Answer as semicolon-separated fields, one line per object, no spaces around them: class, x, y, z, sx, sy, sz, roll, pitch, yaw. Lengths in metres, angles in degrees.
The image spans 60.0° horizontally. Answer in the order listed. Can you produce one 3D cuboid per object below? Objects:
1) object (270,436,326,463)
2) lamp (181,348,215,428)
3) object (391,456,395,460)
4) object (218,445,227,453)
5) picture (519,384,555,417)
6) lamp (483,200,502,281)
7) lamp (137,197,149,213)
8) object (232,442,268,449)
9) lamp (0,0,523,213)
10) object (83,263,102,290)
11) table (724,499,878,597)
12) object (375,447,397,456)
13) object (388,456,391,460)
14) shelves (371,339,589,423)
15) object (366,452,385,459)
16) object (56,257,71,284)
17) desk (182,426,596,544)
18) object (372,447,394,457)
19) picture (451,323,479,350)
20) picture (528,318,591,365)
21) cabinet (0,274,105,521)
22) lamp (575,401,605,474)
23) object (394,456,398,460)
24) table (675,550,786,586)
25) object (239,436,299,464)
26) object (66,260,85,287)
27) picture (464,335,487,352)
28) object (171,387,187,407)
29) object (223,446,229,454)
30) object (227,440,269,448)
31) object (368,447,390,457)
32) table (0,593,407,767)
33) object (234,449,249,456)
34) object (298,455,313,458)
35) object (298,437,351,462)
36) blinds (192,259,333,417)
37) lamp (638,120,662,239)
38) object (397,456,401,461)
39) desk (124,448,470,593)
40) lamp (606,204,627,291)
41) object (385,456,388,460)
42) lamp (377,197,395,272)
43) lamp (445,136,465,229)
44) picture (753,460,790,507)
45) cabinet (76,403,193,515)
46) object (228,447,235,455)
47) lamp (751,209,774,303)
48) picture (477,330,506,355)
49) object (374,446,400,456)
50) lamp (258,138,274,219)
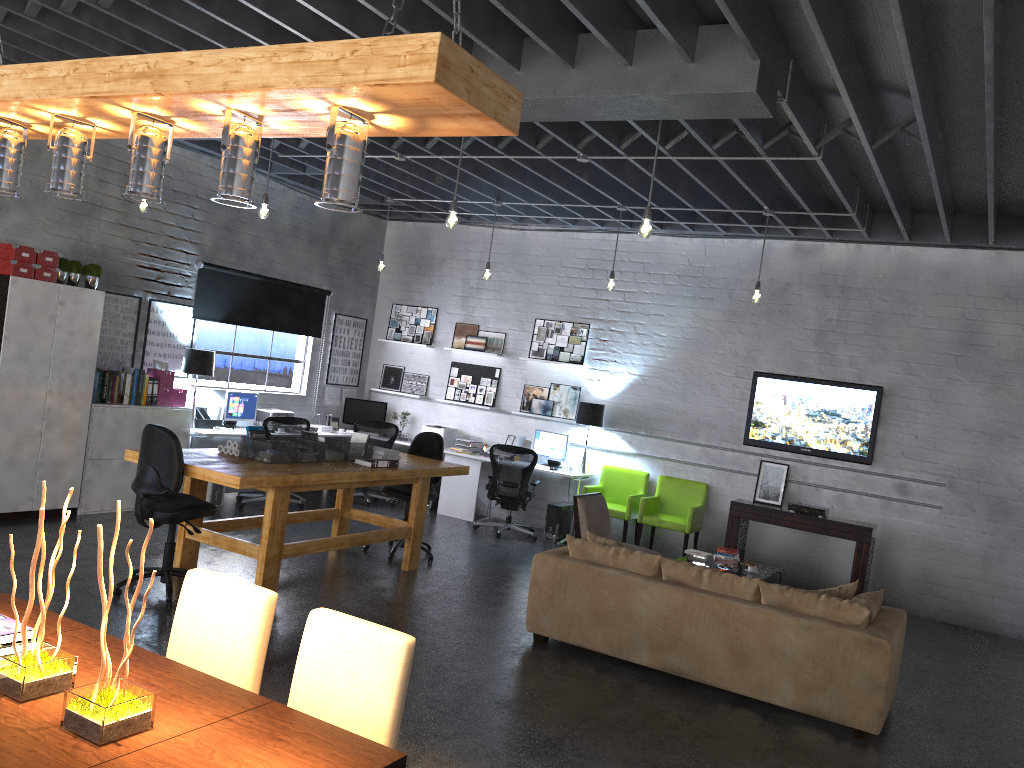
object;-1.674;0.511;6.913;0.316;0.156;0.306;8;1;29
lamp;-3.344;0.051;9.366;0.334;0.832;0.333;8;2;-10
object;-1.249;0.607;7.750;0.519;0.047;0.047;8;1;29
object;-2.052;0.507;6.979;0.057;0.058;0.635;9;1;29
picture;0.318;0.201;10.884;0.451;0.345;0.054;9;2;29
lamp;-0.224;-1.574;9.765;0.104;0.878;0.104;9;2;29
lamp;-3.277;-1.982;7.993;0.104;0.878;0.104;9;2;29
object;-1.921;0.477;6.909;0.057;0.057;0.635;9;1;29
lamp;-0.895;-1.418;2.416;2.127;1.842;0.367;9;2;29
object;-3.785;-0.971;7.986;0.169;0.240;0.171;9;1;28
table;2.953;1.735;9.185;1.408;0.820;0.404;8;1;29
object;-1.233;0.569;7.769;0.519;0.047;0.046;8;1;29
object;-1.272;0.604;7.709;0.519;0.047;0.047;8;1;29
shelves;-0.487;-0.067;11.258;3.020;0.694;0.199;8;2;29
object;-1.316;0.599;7.627;0.519;0.047;0.047;8;1;29
object;-3.944;-0.990;7.735;0.171;0.240;0.169;7;2;-32
desk;-1.392;1.135;9.926;3.571;0.786;3.301;8;1;29
object;-1.255;0.566;7.729;0.519;0.047;0.046;8;1;29
picture;-0.604;-0.609;11.437;0.354;0.343;0.042;9;2;29
picture;0.569;-0.518;10.786;0.748;0.503;0.058;8;2;29
cabinet;-4.142;0.137;7.708;0.291;2.048;0.873;9;2;29
lamp;0.877;0.632;10.334;0.334;0.832;0.333;8;2;-10
object;-1.227;0.610;7.790;0.519;0.047;0.047;8;1;29
table;2.072;1.882;8.521;0.872;0.300;0.874;8;1;32
object;-1.820;0.494;6.643;0.316;0.156;0.306;8;1;29
object;-3.896;-0.985;7.878;0.169;0.240;0.171;7;1;-22
picture;-0.468;-0.514;11.338;0.310;0.196;0.029;8;2;29
object;-3.470;0.129;9.072;0.213;0.177;0.161;9;1;29
object;-2.002;0.515;6.952;0.058;0.057;0.635;9;1;29
object;-1.970;0.470;6.937;0.057;0.057;0.635;9;1;29
object;-1.277;0.563;7.688;0.519;0.047;0.046;8;1;29
table;-1.316;1.233;2.424;1.798;0.780;0.854;8;1;29
object;-1.903;0.529;6.898;0.058;0.057;0.635;9;1;29
object;-1.684;0.544;6.915;0.234;0.022;0.185;8;1;22
object;-1.527;0.529;7.184;0.316;0.156;0.306;8;1;29
blinds;-2.920;-0.450;10.336;0.100;1.633;2.121;9;1;29
lamp;0.910;-1.369;5.687;0.104;0.878;0.104;7;2;-18
object;-1.205;0.613;7.832;0.519;0.047;0.047;8;1;29
desk;-1.608;1.064;7.187;1.114;0.926;2.834;9;1;29
lamp;1.063;-1.385;9.056;0.104;0.878;0.104;9;2;29
object;-1.294;0.602;7.668;0.519;0.047;0.047;8;1;29
lamp;-1.495;-1.760;10.465;0.104;0.878;0.104;9;2;29
lamp;-0.381;-1.558;6.398;0.104;0.878;0.104;9;2;29
picture;2.774;1.062;9.484;0.308;0.457;0.092;9;2;29
cabinet;-3.804;0.692;8.680;0.465;1.021;1.152;9;1;29
object;-1.953;0.522;6.925;0.057;0.058;0.635;9;1;29
lamp;2.355;-1.196;8.345;0.104;0.878;0.104;7;2;-18
picture;-0.276;-0.527;11.252;0.409;0.277;0.036;8;2;29
object;-1.210;0.571;7.810;0.519;0.047;0.046;8;1;29
lamp;-1.991;-1.794;7.285;0.104;0.878;0.104;9;2;29
